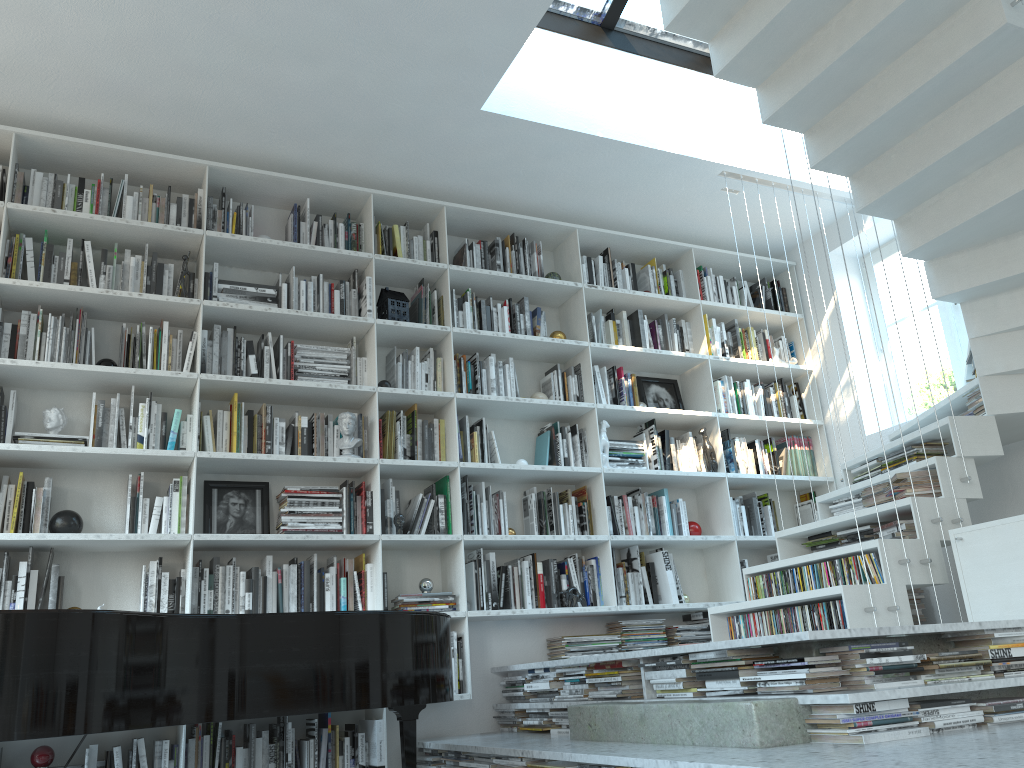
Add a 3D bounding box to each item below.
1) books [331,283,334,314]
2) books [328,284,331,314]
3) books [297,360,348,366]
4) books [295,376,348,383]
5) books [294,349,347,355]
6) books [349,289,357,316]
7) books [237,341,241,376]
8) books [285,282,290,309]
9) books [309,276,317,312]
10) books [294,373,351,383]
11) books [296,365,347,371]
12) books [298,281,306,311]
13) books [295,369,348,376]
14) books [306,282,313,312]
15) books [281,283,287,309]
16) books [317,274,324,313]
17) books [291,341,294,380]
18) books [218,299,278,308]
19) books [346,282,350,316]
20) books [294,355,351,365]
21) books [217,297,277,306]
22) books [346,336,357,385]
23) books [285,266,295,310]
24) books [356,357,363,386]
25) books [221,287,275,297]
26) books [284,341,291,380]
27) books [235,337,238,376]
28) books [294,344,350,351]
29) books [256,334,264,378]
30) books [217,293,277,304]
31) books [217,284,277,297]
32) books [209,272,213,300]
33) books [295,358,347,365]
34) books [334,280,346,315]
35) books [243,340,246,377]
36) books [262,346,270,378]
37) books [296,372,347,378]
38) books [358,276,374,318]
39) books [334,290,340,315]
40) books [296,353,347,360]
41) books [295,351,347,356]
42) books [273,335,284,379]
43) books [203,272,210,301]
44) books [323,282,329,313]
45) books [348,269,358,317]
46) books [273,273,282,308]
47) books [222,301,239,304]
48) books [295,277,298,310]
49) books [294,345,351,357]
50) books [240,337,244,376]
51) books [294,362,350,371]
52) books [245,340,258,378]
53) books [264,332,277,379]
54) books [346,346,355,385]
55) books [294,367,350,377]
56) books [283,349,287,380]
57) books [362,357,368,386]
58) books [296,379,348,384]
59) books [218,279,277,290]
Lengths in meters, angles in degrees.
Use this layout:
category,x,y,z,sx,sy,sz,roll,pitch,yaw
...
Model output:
category,x,y,z,sx,sy,sz,roll,pitch,yaw
books,-0.958,-0.391,4.646,0.012,0.229,0.159,4,-20,-25
books,-0.971,-0.390,4.646,0.010,0.229,0.153,4,-20,-25
books,-0.985,-0.080,4.531,0.254,0.012,0.161,6,-21,-28
books,-0.981,0.001,4.508,0.254,0.012,0.161,5,-21,-26
books,-0.993,-0.137,4.555,0.254,0.012,0.161,5,-21,-25
books,-0.857,-0.370,4.685,0.029,0.202,0.192,4,-20,-25
books,-1.351,-0.077,4.347,0.014,0.232,0.147,4,-20,-25
books,-1.173,-0.395,4.574,0.024,0.222,0.129,4,-20,-25
books,-1.049,-0.410,4.635,0.029,0.272,0.141,4,-20,-25
books,-0.980,-0.011,4.508,0.285,0.012,0.160,6,-21,-28
books,-0.985,-0.056,4.527,0.254,0.012,0.161,4,-20,-24
books,-1.099,-0.396,4.578,0.027,0.215,0.190,4,-20,-25
books,-0.982,-0.034,4.518,0.254,0.012,0.161,6,-21,-27
books,-1.065,-0.393,4.598,0.028,0.218,0.184,4,-20,-25
books,-1.181,-0.390,4.533,0.025,0.187,0.194,4,-20,-25
books,-1.017,-0.413,4.628,0.023,0.268,0.185,4,-20,-25
books,-1.116,-0.071,4.439,0.013,0.246,0.177,4,-20,-25
books,-1.342,-0.374,4.460,0.285,0.012,0.160,6,-21,-28
books,-0.891,-0.396,4.694,0.029,0.260,0.133,4,-20,-25
books,-0.989,-0.101,4.542,0.285,0.012,0.160,5,-21,-26
books,-1.344,-0.385,4.466,0.285,0.012,0.160,6,-21,-27
books,-0.834,-0.073,4.607,0.012,0.317,0.140,4,-20,-25
books,-1.142,-0.436,4.556,0.011,0.283,0.190,4,-20,-25
books,-0.810,-0.016,4.595,0.030,0.198,0.172,4,-20,-25
books,-1.343,-0.426,4.476,0.254,0.025,0.161,6,-21,-29
books,-1.134,-0.067,4.443,0.015,0.244,0.183,4,-20,-25
books,-1.363,-0.087,4.345,0.011,0.251,0.153,4,-20,-25
books,-0.992,-0.161,4.559,0.285,0.012,0.160,4,-20,-23
books,-1.255,-0.092,4.405,0.022,0.284,0.131,4,-20,-25
books,-1.341,-0.403,4.466,0.285,0.024,0.160,3,-20,-20
books,-1.347,-0.448,4.487,0.285,0.024,0.160,4,-20,-23
books,-1.505,-0.427,4.398,0.013,0.217,0.141,4,-20,-25
books,-0.987,-0.091,4.536,0.254,0.012,0.161,4,-20,-23
books,-0.911,-0.397,4.666,0.032,0.247,0.174,4,-20,-25
books,-1.326,-0.079,4.357,0.011,0.238,0.148,4,-20,-25
books,-1.229,-0.060,4.399,0.024,0.216,0.148,4,-20,-25
books,-0.982,-0.022,4.514,0.254,0.012,0.161,4,-20,-23
books,-0.785,-0.400,4.667,0.037,0.236,0.273,4,-20,-25
books,-0.937,-0.371,4.644,0.029,0.187,0.176,4,-20,-25
books,-0.986,-0.116,4.538,0.254,0.012,0.161,3,-20,-20
books,-0.990,-0.127,4.548,0.254,0.012,0.161,4,-20,-23
books,-1.170,-0.084,4.423,0.021,0.268,0.192,4,-20,-25
books,-1.517,-0.425,4.376,0.027,0.200,0.168,4,-20,-25
books,-0.991,-0.392,4.623,0.023,0.222,0.191,4,-20,-25
books,-0.846,-0.428,4.722,0.012,0.333,0.156,4,-20,-25
books,-1.202,-0.421,4.540,0.012,0.253,0.161,4,-20,-25
books,-1.341,-0.363,4.456,0.254,0.012,0.161,6,-21,-28
books,-1.132,-0.408,4.569,0.021,0.236,0.172,4,-20,-25
books,-0.989,-0.152,4.549,0.285,0.012,0.160,7,-22,-30
books,-1.338,-0.086,4.352,0.014,0.249,0.173,4,-20,-25
books,-0.984,-0.069,4.527,0.285,0.012,0.160,4,-20,-22
books,-1.288,-0.077,4.368,0.066,0.236,0.154,4,-20,-25
books,-1.208,-0.093,4.424,0.049,0.290,0.162,4,-20,-25
books,-0.837,-0.048,4.579,0.012,0.253,0.161,4,-20,-25
books,-0.985,-0.044,4.523,0.285,0.012,0.160,4,-20,-24
books,-1.154,-0.052,4.438,0.024,0.215,0.133,4,-20,-25
books,-0.786,-0.015,4.614,0.030,0.204,0.159,4,-20,-25
books,-0.981,0.014,4.506,0.254,0.012,0.161,5,-21,-25
books,-1.351,-0.469,4.499,0.285,0.024,0.160,5,-21,-25
